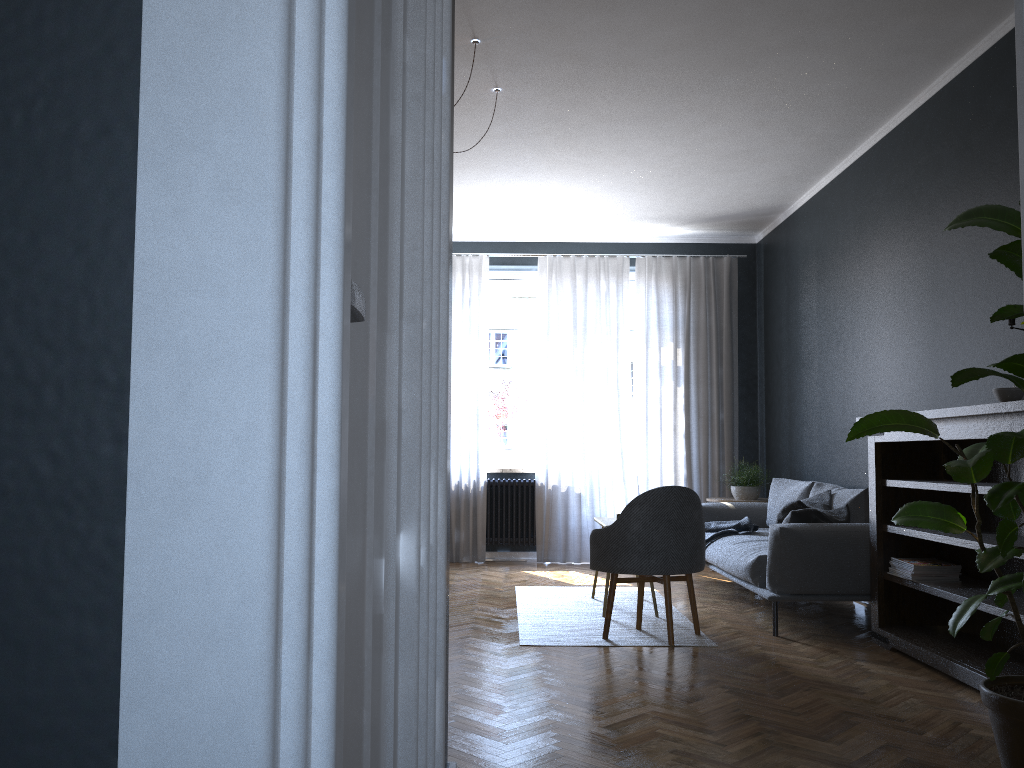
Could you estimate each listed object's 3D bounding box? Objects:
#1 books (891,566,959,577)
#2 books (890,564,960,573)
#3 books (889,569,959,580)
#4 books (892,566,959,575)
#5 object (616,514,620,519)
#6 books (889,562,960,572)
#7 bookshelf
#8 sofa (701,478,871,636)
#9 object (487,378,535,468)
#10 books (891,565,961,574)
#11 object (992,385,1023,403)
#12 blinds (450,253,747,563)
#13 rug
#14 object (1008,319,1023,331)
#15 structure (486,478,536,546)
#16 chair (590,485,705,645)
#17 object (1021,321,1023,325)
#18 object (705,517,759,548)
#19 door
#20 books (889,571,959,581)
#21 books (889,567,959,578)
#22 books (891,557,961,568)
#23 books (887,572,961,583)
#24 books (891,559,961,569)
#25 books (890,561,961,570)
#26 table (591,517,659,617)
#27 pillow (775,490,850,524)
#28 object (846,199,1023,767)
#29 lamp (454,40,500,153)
[{"bbox_3d":[2.020,0.919,4.347,0.218,0.008,0.288,0,-5,6],"label":"books"},{"bbox_3d":[2.017,0.902,4.343,0.218,0.008,0.288,0,-5,4],"label":"books"},{"bbox_3d":[2.014,0.932,4.346,0.218,0.008,0.305,0,-5,4],"label":"books"},{"bbox_3d":[2.021,0.913,4.347,0.218,0.008,0.288,0,-5,6],"label":"books"},{"bbox_3d":[0.732,0.866,5.779,0.103,0.033,0.369,0,-5,10],"label":"object"},{"bbox_3d":[2.015,0.895,4.341,0.218,0.008,0.305,0,-5,3],"label":"books"},{"bbox_3d":[2.065,0.689,3.740,0.451,1.171,1.920,0,-4,0],"label":"bookshelf"},{"bbox_3d":[1.805,1.042,5.851,0.970,0.797,2.343,0,-4,-1],"label":"sofa"},{"bbox_3d":[-0.111,0.368,8.144,0.514,0.809,0.599,2,-4,-26],"label":"object"},{"bbox_3d":[2.020,0.907,4.339,0.218,0.006,0.305,0,-5,4],"label":"books"},{"bbox_3d":[2.043,0.038,3.586,0.255,0.103,0.118,3,-5,-35],"label":"object"},{"bbox_3d":[0.140,0.206,8.067,3.992,2.786,0.312,0,-4,0],"label":"blinds"},{"bbox_3d":[0.532,1.405,5.473,1.003,0.013,2.013,0,-5,0],"label":"rug"},{"bbox_3d":[2.191,-0.116,3.752,0.145,0.437,0.130,-2,-5,35],"label":"object"},{"bbox_3d":[-0.559,1.159,8.064,1.846,0.600,0.216,0,-4,0],"label":"structure"},{"bbox_3d":[0.768,0.937,4.706,0.645,0.810,0.495,2,-4,-22],"label":"chair"},{"bbox_3d":[2.066,-0.142,3.260,0.385,0.412,0.275,2,-4,-22],"label":"object"},{"bbox_3d":[1.494,1.109,6.423,0.490,0.329,0.667,0,-4,4],"label":"object"},{"bbox_3d":[-0.215,-0.053,0.991,0.162,2.184,0.857,0,-4,0],"label":"door"},{"bbox_3d":[2.014,0.940,4.347,0.218,0.007,0.305,0,-5,4],"label":"books"},{"bbox_3d":[2.013,0.924,4.348,0.218,0.013,0.305,0,-5,4],"label":"books"},{"bbox_3d":[2.021,0.872,4.340,0.218,0.013,0.305,0,-5,4],"label":"books"},{"bbox_3d":[2.014,0.947,4.345,0.218,0.008,0.305,0,-5,-1],"label":"books"},{"bbox_3d":[2.022,0.880,4.341,0.218,0.008,0.305,0,-5,4],"label":"books"},{"bbox_3d":[2.018,0.888,4.341,0.218,0.008,0.305,0,-5,3],"label":"books"},{"bbox_3d":[0.704,1.144,5.626,0.339,0.549,0.788,0,-4,0],"label":"table"},{"bbox_3d":[1.757,0.814,5.241,0.442,0.361,0.798,-1,-5,17],"label":"pillow"},{"bbox_3d":[1.645,0.230,2.498,1.118,1.897,0.764,1,-4,-7],"label":"object"},{"bbox_3d":[-0.712,-0.862,4.962,1.591,1.573,0.583,-2,-4,31],"label":"lamp"}]
